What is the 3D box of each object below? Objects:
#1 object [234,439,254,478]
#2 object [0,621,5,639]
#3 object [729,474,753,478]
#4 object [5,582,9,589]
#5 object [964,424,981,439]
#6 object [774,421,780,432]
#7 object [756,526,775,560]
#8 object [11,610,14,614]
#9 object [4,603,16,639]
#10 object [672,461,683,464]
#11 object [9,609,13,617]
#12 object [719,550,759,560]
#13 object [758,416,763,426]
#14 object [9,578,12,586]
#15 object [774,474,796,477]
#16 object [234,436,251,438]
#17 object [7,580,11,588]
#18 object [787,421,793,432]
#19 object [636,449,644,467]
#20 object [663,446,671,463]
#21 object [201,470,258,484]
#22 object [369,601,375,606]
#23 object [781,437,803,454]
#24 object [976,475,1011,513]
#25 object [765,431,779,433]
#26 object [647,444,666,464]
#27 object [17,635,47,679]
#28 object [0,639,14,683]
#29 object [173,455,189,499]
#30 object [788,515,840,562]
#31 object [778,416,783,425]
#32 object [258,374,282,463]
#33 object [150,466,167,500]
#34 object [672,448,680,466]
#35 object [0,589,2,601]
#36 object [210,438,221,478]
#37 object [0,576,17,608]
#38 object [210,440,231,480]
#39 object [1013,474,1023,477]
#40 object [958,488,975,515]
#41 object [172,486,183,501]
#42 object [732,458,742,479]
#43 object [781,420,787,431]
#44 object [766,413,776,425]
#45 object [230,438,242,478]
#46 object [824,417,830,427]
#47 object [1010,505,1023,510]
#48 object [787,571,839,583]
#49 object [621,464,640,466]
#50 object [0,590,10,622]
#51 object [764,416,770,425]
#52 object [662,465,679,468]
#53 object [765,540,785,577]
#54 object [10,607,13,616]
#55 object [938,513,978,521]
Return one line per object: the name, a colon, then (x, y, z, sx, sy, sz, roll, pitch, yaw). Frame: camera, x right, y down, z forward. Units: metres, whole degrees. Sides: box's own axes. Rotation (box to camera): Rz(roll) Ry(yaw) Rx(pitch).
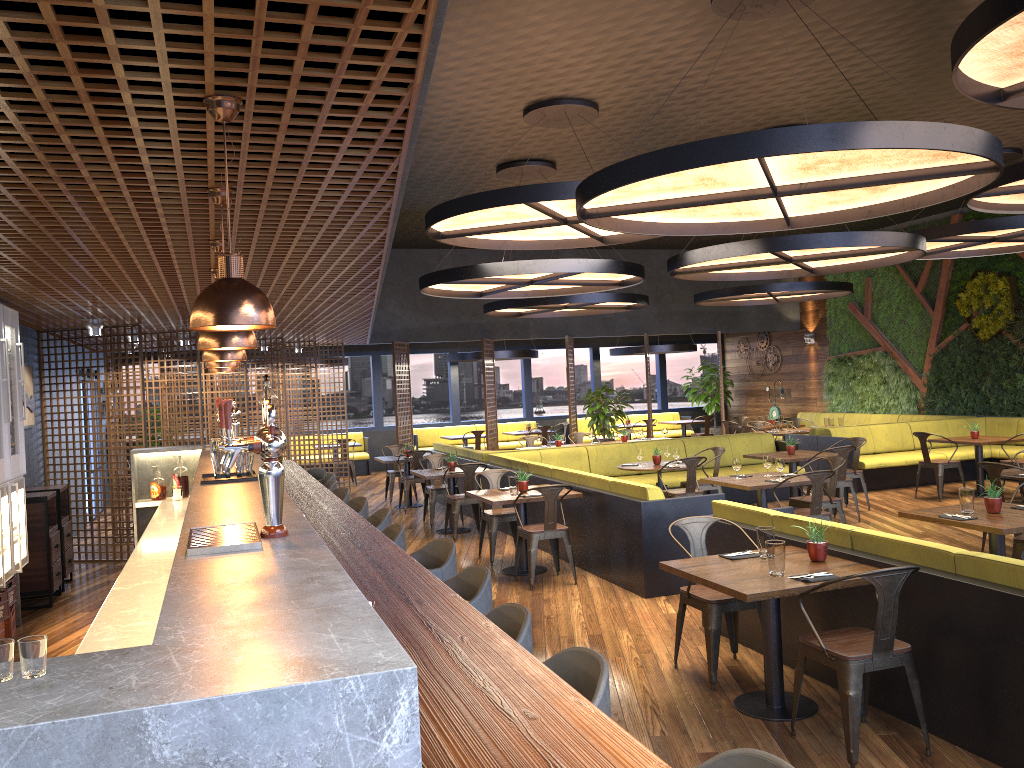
object: (-1.371, 0.386, 4.536, 0.105, 0.209, 0.105, -3, 0, 16)
object: (-3.966, 1.913, 6.564, 0.277, 0.206, 0.416, -3, 0, -15)
object: (2.354, 0.939, 9.069, 0.157, 0.019, 0.255, -3, 0, -18)
object: (-4.085, 1.672, 7.158, 0.056, 0.205, 0.056, -3, 0, 12)
object: (6.315, 0.615, 12.132, 0.260, 0.271, 0.238, -3, 0, 20)
object: (4.598, 0.741, 15.392, 0.102, 0.178, 0.102, -3, 0, -33)
object: (1.439, 0.904, 5.023, 0.102, 0.178, 0.102, -3, 0, -33)
object: (-4.132, 1.900, 7.294, 0.056, 0.205, 0.056, -3, 0, -23)
object: (-4.148, 1.921, 7.102, 0.277, 0.206, 0.416, -3, 0, -26)
object: (2.057, 0.951, 10.802, 0.255, 0.019, 0.157, -3, 0, -16)
object: (-4.074, 1.897, 7.179, 0.056, 0.205, 0.056, -3, 0, 2)
object: (1.344, 0.988, 5.157, 0.255, 0.019, 0.157, -3, 0, -19)
object: (4.866, 0.726, 17.360, 0.102, 0.178, 0.102, -3, 0, -33)
object: (-4.122, 1.674, 7.282, 0.056, 0.205, 0.056, -3, 0, -13)
object: (2.755, 0.919, 8.936, 0.255, 0.019, 0.157, -3, 0, -18)
object: (-1.446, 0.389, 4.773, 0.105, 0.209, 0.105, -3, 0, 16)
object: (-4.100, 1.673, 7.219, 0.056, 0.205, 0.056, -3, 0, 27)
object: (4.787, 0.732, 15.256, 0.102, 0.178, 0.102, -3, 0, 17)
object: (1.532, 0.883, 10.610, 0.097, 0.206, 0.097, -3, 0, 23)
object: (1.907, 0.864, 10.897, 0.097, 0.206, 0.097, -3, 0, 20)
object: (-1.478, 0.486, 4.631, 0.273, 0.019, 0.437, -3, 0, -19)
object: (-0.343, 0.642, 2.192, 0.114, 0.203, 0.069, -3, 0, 29)
object: (3.527, 0.751, 11.184, 0.260, 0.271, 0.238, -3, 0, 17)
object: (3.346, 0.764, 6.183, 0.238, 0.271, 0.260, -3, 0, 20)
object: (4.468, 0.827, 15.294, 0.157, 0.019, 0.255, -3, 0, -19)
object: (1.744, 0.837, 10.734, 0.238, 0.271, 0.260, -3, 0, 3)
object: (-0.761, 0.434, 1.411, 0.042, 0.059, 0.042, -3, 0, -21)
object: (-0.806, 0.436, 1.397, 0.042, 0.059, 0.042, -3, 0, -21)
object: (-2.965, 0.829, 7.938, 0.133, 0.385, 0.133, -3, 0, 21)
object: (1.695, 0.845, 4.926, 0.238, 0.271, 0.260, -3, 0, -13)
object: (5.247, 0.708, 17.300, 0.102, 0.178, 0.102, -3, 0, 17)
object: (-2.606, 0.373, 9.480, 0.263, 0.944, 0.566, -3, 0, -26)
object: (-3.155, 0.880, 7.911, 0.133, 0.301, 0.133, -3, 0, -13)
object: (1.948, 0.863, 10.515, 0.097, 0.206, 0.097, -3, 0, 6)
object: (-3.880, 1.663, 6.736, 0.057, 0.205, 0.056, -3, 0, -7)
object: (-1.553, 0.394, 4.729, 0.105, 0.209, 0.105, -3, 0, 16)
object: (-4.172, 1.696, 7.096, 0.277, 0.206, 0.416, -3, 0, -16)
object: (-1.477, 0.391, 4.513, 0.105, 0.209, 0.105, -3, 0, 16)
object: (4.736, 0.825, 8.106, 0.255, 0.019, 0.157, -3, 0, -20)
object: (3.171, 0.819, 6.182, 0.102, 0.178, 0.102, -3, 0, 37)
object: (-2.942, 0.960, 7.793, 0.088, 0.123, 0.088, -3, 0, -13)
object: (2.260, 0.849, 8.919, 0.097, 0.206, 0.097, -3, 0, -27)
object: (4.803, 0.731, 15.620, 0.102, 0.178, 0.102, -3, 0, -33)
object: (5.067, 0.670, 17.305, 0.238, 0.271, 0.260, -3, 0, 3)
object: (-1.455, 0.389, 4.635, 0.105, 0.209, 0.105, -3, 0, 16)
object: (5.649, 0.690, 15.904, 0.102, 0.178, 0.102, -3, 0, -33)
object: (3.680, 0.874, 6.263, 0.157, 0.019, 0.255, -3, 0, -19)
object: (1.525, 0.980, 4.517, 0.255, 0.019, 0.157, -3, 0, -19)
object: (1.457, 0.980, 10.765, 0.255, 0.019, 0.157, -3, 0, 14)
object: (-3.963, 1.687, 6.567, 0.277, 0.206, 0.416, -3, 0, -5)
object: (5.035, 0.718, 17.499, 0.102, 0.178, 0.102, -3, 0, 17)
object: (1.847, 0.962, 10.376, 0.157, 0.019, 0.255, -3, 0, -12)
object: (1.370, 0.907, 4.604, 0.102, 0.178, 0.102, -3, 0, 17)
object: (-4.099, 1.899, 7.236, 0.056, 0.205, 0.056, -3, 0, 17)
object: (3.041, 0.905, 6.083, 0.157, 0.019, 0.255, -3, 0, -19)
